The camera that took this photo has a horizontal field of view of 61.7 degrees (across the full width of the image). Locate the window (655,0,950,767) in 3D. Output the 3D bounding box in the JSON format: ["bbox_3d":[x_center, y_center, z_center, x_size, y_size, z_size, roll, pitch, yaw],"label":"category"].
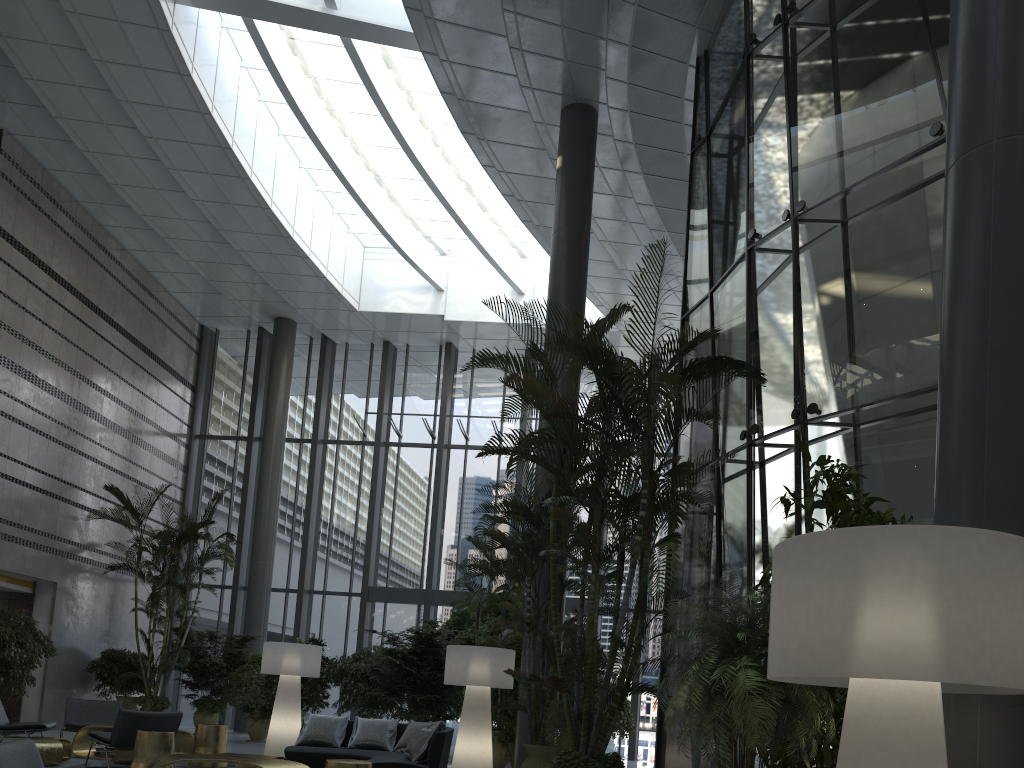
[{"bbox_3d":[4.134,1.579,11.453,4.197,7.626,16.324,3,-17,8],"label":"window"}]

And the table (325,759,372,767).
[{"bbox_3d":[-1.285,3.177,6.652,0.441,0.478,0.465,4,-12,2],"label":"table"}]

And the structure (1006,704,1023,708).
[{"bbox_3d":[2.183,1.328,2.618,1.451,1.632,1.288,14,-15,-40],"label":"structure"}]

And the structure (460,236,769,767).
[{"bbox_3d":[0.691,1.376,7.018,2.480,4.491,2.592,6,-9,-12],"label":"structure"}]

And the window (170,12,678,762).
[{"bbox_3d":[-3.169,-0.107,11.025,13.413,9.606,19.890,-1,-18,20],"label":"window"}]

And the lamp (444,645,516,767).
[{"bbox_3d":[-0.434,4.023,10.371,0.875,1.612,0.835,10,-10,-32],"label":"lamp"}]

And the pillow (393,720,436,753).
[{"bbox_3d":[-1.070,3.990,9.689,0.303,0.398,0.625,13,-18,-40],"label":"pillow"}]

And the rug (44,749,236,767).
[{"bbox_3d":[-4.879,4.423,10.059,3.677,0.018,3.616,13,-22,-24],"label":"rug"}]

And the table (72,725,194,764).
[{"bbox_3d":[-4.482,4.356,10.376,1.350,0.380,1.271,-9,-23,34],"label":"table"}]

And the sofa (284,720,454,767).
[{"bbox_3d":[-1.594,3.987,9.182,1.924,0.673,2.116,4,-19,1],"label":"sofa"}]

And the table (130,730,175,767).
[{"bbox_3d":[-3.640,3.769,8.696,0.441,0.478,0.465,4,-12,2],"label":"table"}]

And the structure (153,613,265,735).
[{"bbox_3d":[-5.732,5.525,16.285,1.888,2.209,1.926,6,-12,-9],"label":"structure"}]

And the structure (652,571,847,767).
[{"bbox_3d":[1.186,1.829,4.256,0.994,1.707,0.941,6,-9,-11],"label":"structure"}]

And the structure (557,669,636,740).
[{"bbox_3d":[1.073,5.014,12.693,1.493,1.548,1.610,10,-14,-25],"label":"structure"}]

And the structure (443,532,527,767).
[{"bbox_3d":[-0.302,3.586,11.574,1.428,3.339,1.250,5,-7,-8],"label":"structure"}]

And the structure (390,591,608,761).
[{"bbox_3d":[-0.149,5.031,14.808,3.721,2.845,3.379,-1,-15,18],"label":"structure"}]

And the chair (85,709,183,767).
[{"bbox_3d":[-4.051,3.820,9.206,0.719,0.644,0.770,-7,-18,40],"label":"chair"}]

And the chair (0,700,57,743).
[{"bbox_3d":[-5.796,4.000,10.019,0.748,0.644,0.742,9,-14,-19],"label":"chair"}]

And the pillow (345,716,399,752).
[{"bbox_3d":[-1.596,4.065,9.945,0.605,0.387,0.313,2,-11,9],"label":"pillow"}]

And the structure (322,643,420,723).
[{"bbox_3d":[-2.369,5.448,14.898,1.991,1.820,1.742,-6,-16,37],"label":"structure"}]

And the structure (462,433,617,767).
[{"bbox_3d":[0.319,2.447,8.727,1.669,3.596,2.104,5,-9,-8],"label":"structure"}]

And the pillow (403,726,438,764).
[{"bbox_3d":[-0.912,3.637,8.634,0.282,0.354,0.582,8,-16,-18],"label":"pillow"}]

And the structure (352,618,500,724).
[{"bbox_3d":[-1.399,4.698,13.276,2.250,2.239,2.438,6,-13,-6],"label":"structure"}]

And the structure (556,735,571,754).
[{"bbox_3d":[0.622,4.925,11.216,0.439,0.613,0.468,2,-11,10],"label":"structure"}]

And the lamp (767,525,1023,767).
[{"bbox_3d":[1.269,1.374,2.874,0.875,1.612,0.835,10,-10,-32],"label":"lamp"}]

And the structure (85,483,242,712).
[{"bbox_3d":[-6.252,3.976,15.366,2.502,4.492,2.565,2,-9,12],"label":"structure"}]

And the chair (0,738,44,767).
[{"bbox_3d":[-2.193,2.067,4.107,0.732,0.644,0.758,5,-14,-4],"label":"chair"}]

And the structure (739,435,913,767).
[{"bbox_3d":[1.881,1.629,4.856,1.169,2.620,1.060,7,-8,-20],"label":"structure"}]

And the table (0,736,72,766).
[{"bbox_3d":[-5.205,3.949,9.233,0.767,0.259,0.890,10,-20,-17],"label":"table"}]

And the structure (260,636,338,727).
[{"bbox_3d":[-3.715,5.335,14.936,1.225,1.895,1.460,-2,-12,32],"label":"structure"}]

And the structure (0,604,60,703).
[{"bbox_3d":[-7.827,4.253,12.802,1.610,1.898,2.154,-4,-16,36],"label":"structure"}]

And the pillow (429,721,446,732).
[{"bbox_3d":[-0.872,3.757,9.012,0.367,0.433,0.657,6,-16,-10],"label":"pillow"}]

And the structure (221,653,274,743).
[{"bbox_3d":[-4.476,5.653,15.465,1.493,1.548,1.610,10,-14,-25],"label":"structure"}]

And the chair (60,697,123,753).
[{"bbox_3d":[-5.462,4.453,11.185,0.754,0.644,0.736,12,-16,-28],"label":"chair"}]

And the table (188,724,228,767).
[{"bbox_3d":[-3.618,4.329,10.267,0.446,0.478,0.460,6,-12,-7],"label":"table"}]

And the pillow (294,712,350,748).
[{"bbox_3d":[-2.197,4.031,9.964,0.607,0.387,0.312,3,-11,4],"label":"pillow"}]

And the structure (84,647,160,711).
[{"bbox_3d":[-7.204,5.633,15.830,1.476,1.488,1.122,15,-15,-41],"label":"structure"}]

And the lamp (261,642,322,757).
[{"bbox_3d":[-3.310,4.671,12.664,0.823,1.612,0.887,1,-9,24],"label":"lamp"}]

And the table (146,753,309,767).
[{"bbox_3d":[-2.285,3.327,7.155,1.458,0.406,1.343,4,-19,1],"label":"table"}]

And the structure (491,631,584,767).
[{"bbox_3d":[0.237,4.469,12.069,1.662,2.049,1.553,14,-14,-40],"label":"structure"}]
